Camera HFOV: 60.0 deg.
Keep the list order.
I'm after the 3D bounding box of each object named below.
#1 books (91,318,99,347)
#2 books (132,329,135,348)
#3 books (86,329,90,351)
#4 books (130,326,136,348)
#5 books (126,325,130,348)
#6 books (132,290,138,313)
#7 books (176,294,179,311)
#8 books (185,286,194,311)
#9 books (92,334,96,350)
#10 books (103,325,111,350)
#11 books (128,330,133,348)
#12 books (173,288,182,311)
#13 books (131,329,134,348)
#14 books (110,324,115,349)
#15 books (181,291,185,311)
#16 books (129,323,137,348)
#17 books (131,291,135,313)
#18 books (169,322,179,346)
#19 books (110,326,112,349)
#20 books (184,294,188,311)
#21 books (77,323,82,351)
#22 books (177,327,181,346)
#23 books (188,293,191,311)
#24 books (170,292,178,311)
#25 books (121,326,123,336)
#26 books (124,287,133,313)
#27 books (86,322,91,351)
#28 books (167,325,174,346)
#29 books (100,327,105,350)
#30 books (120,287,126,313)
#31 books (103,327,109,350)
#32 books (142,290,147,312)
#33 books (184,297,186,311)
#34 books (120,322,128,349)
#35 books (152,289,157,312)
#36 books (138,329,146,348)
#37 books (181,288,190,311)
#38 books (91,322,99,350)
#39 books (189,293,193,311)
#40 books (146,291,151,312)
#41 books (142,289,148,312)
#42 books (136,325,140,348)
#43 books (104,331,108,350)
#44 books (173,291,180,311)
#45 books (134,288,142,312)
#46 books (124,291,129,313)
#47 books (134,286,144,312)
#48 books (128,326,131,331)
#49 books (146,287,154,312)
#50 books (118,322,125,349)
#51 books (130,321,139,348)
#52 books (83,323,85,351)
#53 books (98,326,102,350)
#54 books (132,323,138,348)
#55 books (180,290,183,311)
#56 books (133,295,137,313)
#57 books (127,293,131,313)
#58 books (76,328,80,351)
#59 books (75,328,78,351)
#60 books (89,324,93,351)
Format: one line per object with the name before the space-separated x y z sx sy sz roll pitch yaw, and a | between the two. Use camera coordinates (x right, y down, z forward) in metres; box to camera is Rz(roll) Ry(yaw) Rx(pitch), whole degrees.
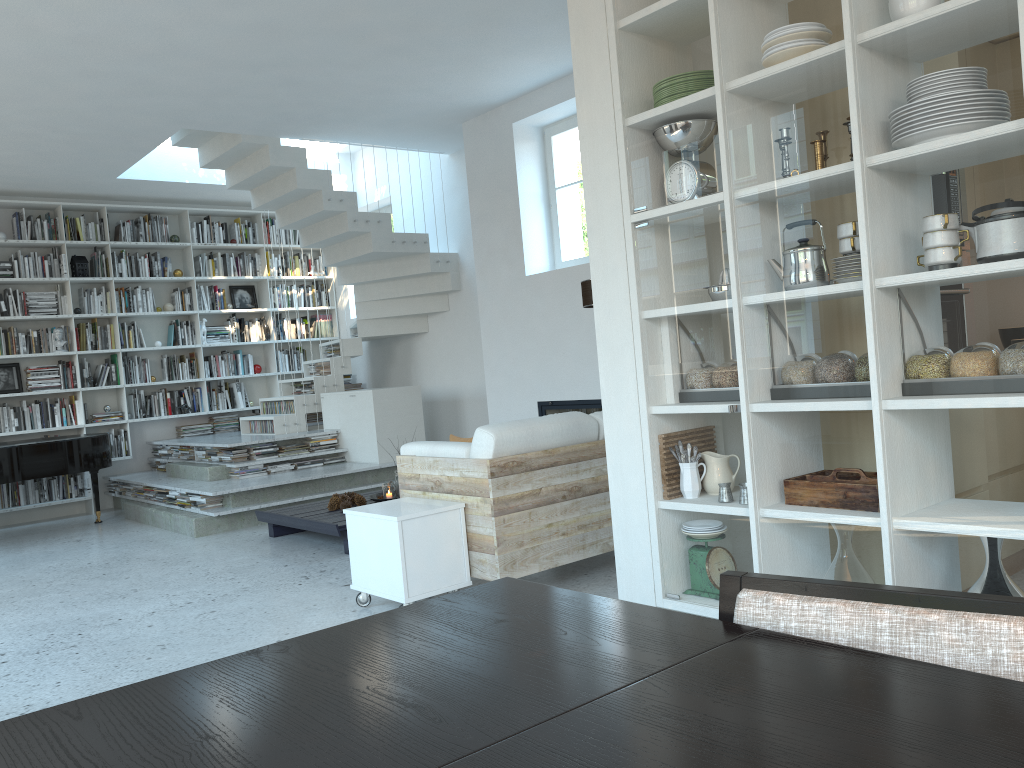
books | -4.300 -0.505 9.149 0.021 0.338 0.169 -7 2 -39
books | -4.022 -0.472 9.368 0.007 0.212 0.158 -7 2 -39
books | -4.366 -0.444 9.089 0.015 0.232 0.180 -7 2 -39
books | -4.022 -0.488 9.384 0.017 0.243 0.132 -7 2 -39
books | -4.069 -0.489 9.346 0.013 0.256 0.144 -7 2 -39
books | -4.008 -0.866 9.411 0.011 0.257 0.131 -7 2 -39
books | -3.678 -0.876 9.685 0.005 0.205 0.154 -7 2 -39
books | -3.550 -0.926 9.764 0.005 0.278 0.182 -7 2 -39
books | -4.331 -0.423 9.147 0.030 0.181 0.131 -7 2 -39
books | -4.209 -0.479 9.224 0.032 0.266 0.143 -7 2 -39
books | -4.035 -0.460 9.333 0.017 0.192 0.191 -7 2 -39
books | -3.655 -0.910 9.687 0.015 0.267 0.164 -7 2 -39
books | -4.035 -0.469 9.368 0.014 0.209 0.156 -7 2 -39
books | -4.187 -0.483 9.258 0.033 0.269 0.142 -7 2 -39
books | -3.628 -0.893 9.725 0.016 0.228 0.160 -7 2 -39
books | -4.008 -0.502 9.384 0.006 0.270 0.178 -7 2 -39
books | -4.030 -0.854 9.373 0.022 0.237 0.164 -7 2 -39
books | -3.680 -0.535 9.659 0.021 0.264 0.174 -7 2 -39
books | -4.203 -0.471 9.248 0.019 0.248 0.149 -7 2 -39
books | -3.602 -0.882 9.737 0.013 0.202 0.173 -7 2 -39
books | -4.412 -0.470 9.050 0.035 0.293 0.145 -7 2 -39
books | -3.657 -0.510 9.668 0.006 0.210 0.188 -7 2 -39
books | -3.574 -0.887 9.746 0.013 0.204 0.174 -7 2 -39
books | -3.689 -0.883 9.681 0.015 0.220 0.140 -7 2 -39
books | -4.112 -0.479 9.319 0.007 0.244 0.145 -7 2 -39
books | -4.042 -0.874 9.356 0.014 0.280 0.177 -7 2 -39
books | -4.354 -0.477 9.097 0.019 0.294 0.163 -7 2 -39
books | -3.712 -0.519 9.641 0.056 0.241 0.153 -7 2 -39
books | -4.250 -0.461 9.160 0.027 0.242 0.188 -7 2 -39
books | -4.106 -0.870 9.352 0.014 0.284 0.135 -7 2 -39
books | -4.229 -0.463 9.213 0.028 0.239 0.145 -7 2 -39
books | -3.941 -0.867 9.448 0.025 0.245 0.183 -7 2 -39
books | -3.619 -0.883 9.738 0.012 0.206 0.137 -7 2 -39
books | -4.073 -0.499 9.306 0.013 0.279 0.191 -7 2 -39
books | -3.869 -0.880 9.530 0.034 0.254 0.161 -7 2 -39
books | -3.945 -0.477 9.417 0.051 0.210 0.176 -7 2 -39
books | -3.587 -0.911 9.737 0.016 0.257 0.176 -7 2 -39
books | -4.296 -0.482 9.127 0.019 0.293 0.182 -7 2 -39
books | -3.557 -0.889 9.765 0.012 0.206 0.169 -7 2 -39
books | -3.908 -0.865 9.483 0.021 0.232 0.183 -7 2 -39
books | -3.936 -0.877 9.479 0.024 0.262 0.133 -7 2 -39
books | -3.988 -0.497 9.419 0.007 0.254 0.161 -7 2 -39
books | -4.235 -0.444 9.183 0.034 0.204 0.181 -7 2 -39
books | -3.671 -0.890 9.688 0.012 0.232 0.154 -7 2 -39
books | -3.977 -0.872 9.405 0.030 0.263 0.182 -7 2 -39
books | -4.081 -0.848 9.346 0.013 0.236 0.157 -7 2 -39
books | -3.973 -0.890 9.442 0.027 0.295 0.159 -7 2 -39
books | -4.044 -0.485 9.360 0.008 0.242 0.169 -7 2 -39
books | -3.885 -0.887 9.487 0.024 0.272 0.169 -7 2 -39
books | -4.118 -0.499 9.289 0.035 0.288 0.191 -7 2 -39
books | -4.001 -0.512 9.398 0.013 0.287 0.159 -7 2 -39
books | -4.390 -0.472 9.063 0.035 0.293 0.145 -7 2 -39
books | -4.284 -0.464 9.164 0.033 0.253 0.174 -7 2 -39
books | -4.008 -0.504 9.392 0.006 0.274 0.167 -7 2 -39
books | -3.649 -0.899 9.706 0.016 0.244 0.151 -7 2 -39
books | -4.015 -0.834 9.396 0.025 0.194 0.171 -7 2 -39
books | -4.067 -0.839 9.360 0.026 0.216 0.161 -7 2 -39
books | -4.450 -0.444 9.053 0.013 0.247 0.176 -7 2 -39
books | -4.454 -0.442 9.034 0.014 0.244 0.145 -7 2 -39
books | -4.353 -0.470 9.127 0.035 0.278 0.139 -7 2 -39
